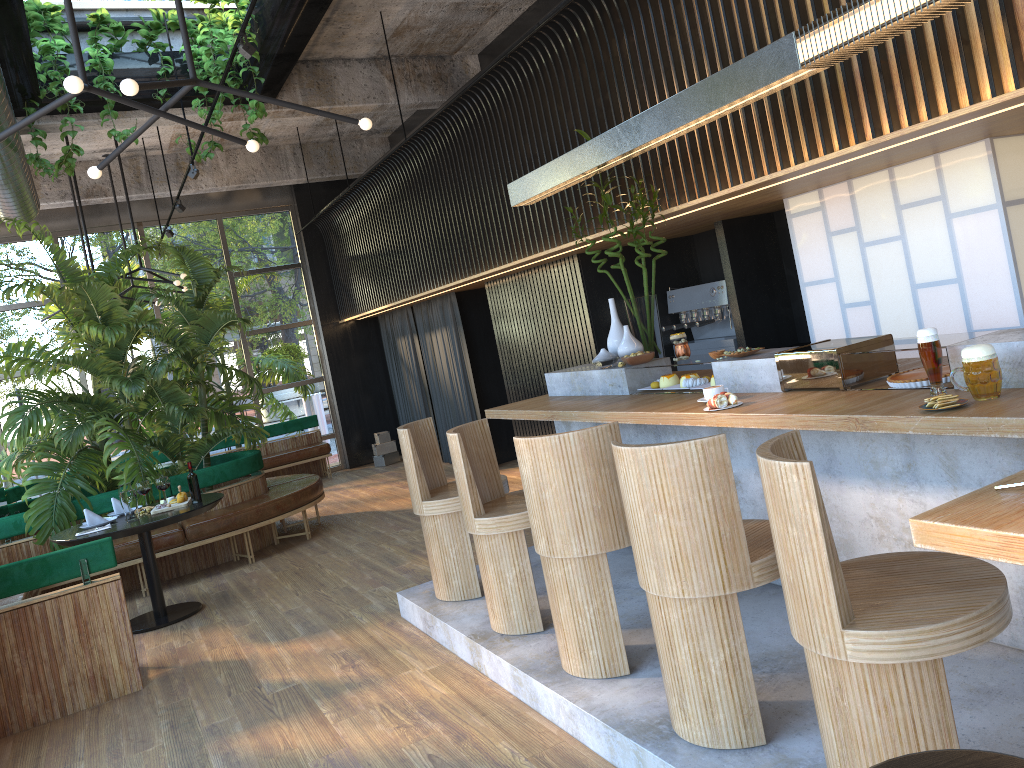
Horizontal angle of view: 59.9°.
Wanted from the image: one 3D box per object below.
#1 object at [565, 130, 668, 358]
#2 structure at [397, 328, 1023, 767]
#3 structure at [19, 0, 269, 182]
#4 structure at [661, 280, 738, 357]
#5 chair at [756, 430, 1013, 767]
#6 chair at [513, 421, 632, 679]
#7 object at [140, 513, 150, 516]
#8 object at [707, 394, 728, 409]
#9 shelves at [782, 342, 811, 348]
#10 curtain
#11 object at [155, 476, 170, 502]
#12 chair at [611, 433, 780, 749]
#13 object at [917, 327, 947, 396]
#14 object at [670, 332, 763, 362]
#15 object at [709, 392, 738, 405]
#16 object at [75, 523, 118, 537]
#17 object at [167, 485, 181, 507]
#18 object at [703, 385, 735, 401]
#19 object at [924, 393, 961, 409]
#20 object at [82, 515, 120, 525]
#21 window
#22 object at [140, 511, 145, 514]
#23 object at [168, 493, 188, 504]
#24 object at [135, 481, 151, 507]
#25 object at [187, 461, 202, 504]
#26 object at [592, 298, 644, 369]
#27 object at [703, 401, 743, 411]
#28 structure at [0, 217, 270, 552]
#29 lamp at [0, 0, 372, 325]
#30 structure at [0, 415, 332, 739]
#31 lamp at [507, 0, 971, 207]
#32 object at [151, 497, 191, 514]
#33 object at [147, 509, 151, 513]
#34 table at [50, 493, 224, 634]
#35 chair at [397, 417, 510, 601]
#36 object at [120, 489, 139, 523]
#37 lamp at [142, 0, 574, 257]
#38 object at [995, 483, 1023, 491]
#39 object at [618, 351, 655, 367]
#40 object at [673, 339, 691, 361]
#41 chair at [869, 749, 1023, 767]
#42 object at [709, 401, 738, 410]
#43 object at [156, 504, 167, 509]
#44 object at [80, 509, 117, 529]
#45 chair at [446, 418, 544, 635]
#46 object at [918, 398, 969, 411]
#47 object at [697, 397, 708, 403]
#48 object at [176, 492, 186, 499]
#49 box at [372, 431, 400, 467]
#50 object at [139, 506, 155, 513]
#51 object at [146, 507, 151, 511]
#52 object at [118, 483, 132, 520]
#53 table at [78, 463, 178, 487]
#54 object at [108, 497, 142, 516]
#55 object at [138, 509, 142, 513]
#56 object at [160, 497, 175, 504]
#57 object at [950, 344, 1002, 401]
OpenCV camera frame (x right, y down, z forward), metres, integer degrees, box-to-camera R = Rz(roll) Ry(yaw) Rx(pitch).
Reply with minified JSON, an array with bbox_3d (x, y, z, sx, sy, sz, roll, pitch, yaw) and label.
[{"bbox_3d":[0.698,-0.765,5.313,0.661,1.546,0.597,-11,1,12],"label":"object"},{"bbox_3d":[3.186,-0.170,3.702,6.120,1.727,6.817,-13,4,-26],"label":"structure"},{"bbox_3d":[-2.903,-2.495,7.382,2.171,1.513,1.417,-11,2,2],"label":"structure"},{"bbox_3d":[1.734,-0.075,7.377,0.575,1.590,0.802,-12,1,-26],"label":"structure"},{"bbox_3d":[0.993,0.603,2.287,0.529,0.967,0.567,-11,1,21],"label":"chair"},{"bbox_3d":[0.365,0.631,3.672,0.552,0.967,0.544,-11,1,-3],"label":"chair"},{"bbox_3d":[-2.579,0.911,6.219,0.065,0.013,0.142,-14,5,-31],"label":"object"},{"bbox_3d":[0.853,0.074,3.702,0.064,0.059,0.070,-13,3,-36],"label":"object"},{"bbox_3d":[2.244,-0.265,6.594,0.548,0.035,0.831,-13,4,-26],"label":"shelves"},{"bbox_3d":[-1.080,-0.023,11.236,0.127,2.054,3.132,-12,3,-25],"label":"curtain"},{"bbox_3d":[-2.563,0.789,6.547,0.108,0.200,0.097,-12,2,-37],"label":"object"},{"bbox_3d":[0.693,0.616,2.963,0.527,0.967,0.569,-11,1,24],"label":"chair"},{"bbox_3d":[1.423,-0.077,3.006,0.074,0.232,0.075,-11,1,6],"label":"object"},{"bbox_3d":[0.963,-0.193,4.479,0.219,0.134,0.774,-12,4,-18],"label":"object"},{"bbox_3d":[0.894,0.063,3.741,0.125,0.059,0.073,-9,3,32],"label":"object"},{"bbox_3d":[-2.769,0.967,5.926,0.267,0.019,0.151,-13,4,-27],"label":"object"},{"bbox_3d":[-2.392,0.793,6.284,0.095,0.123,0.147,-10,3,45],"label":"object"},{"bbox_3d":[0.919,0.036,3.957,0.106,0.064,0.139,-8,4,43],"label":"object"},{"bbox_3d":[1.342,0.053,2.765,0.096,0.041,0.143,-11,4,8],"label":"object"},{"bbox_3d":[-2.964,0.974,6.372,0.246,0.019,0.164,-10,4,23],"label":"object"},{"bbox_3d":[-0.792,-1.735,2.710,4.338,6.481,19.477,-12,4,-25],"label":"window"},{"bbox_3d":[-2.625,0.911,6.306,0.034,0.019,0.036,-12,3,-14],"label":"object"},{"bbox_3d":[-2.398,0.818,6.377,0.161,0.064,0.100,-9,4,34],"label":"object"},{"bbox_3d":[-2.697,0.818,6.520,0.108,0.200,0.097,-12,2,-37],"label":"object"},{"bbox_3d":[-2.268,0.697,6.313,0.070,0.298,0.067,-11,1,-10],"label":"object"},{"bbox_3d":[0.624,-0.311,5.251,0.308,0.396,0.328,-11,2,22],"label":"object"},{"bbox_3d":[0.887,0.094,3.730,0.172,0.005,0.162,-12,4,-15],"label":"object"},{"bbox_3d":[-3.596,0.045,8.354,2.563,3.428,2.533,-13,2,-42],"label":"structure"},{"bbox_3d":[0.239,-2.284,3.570,5.329,1.819,18.083,-13,4,-25],"label":"lamp"},{"bbox_3d":[0.690,0.450,3.292,6.318,1.546,19.242,-13,4,-25],"label":"structure"},{"bbox_3d":[2.289,-2.546,3.618,5.227,2.128,6.428,-13,4,-32],"label":"lamp"},{"bbox_3d":[-2.435,0.869,6.358,0.247,0.019,0.343,-12,4,-16],"label":"object"},{"bbox_3d":[-2.564,0.895,6.272,0.033,0.031,0.039,-11,3,-1],"label":"object"},{"bbox_3d":[-2.541,1.290,6.252,1.048,0.749,1.155,-10,3,32],"label":"table"},{"bbox_3d":[-0.282,0.665,5.020,0.565,0.967,0.531,-12,1,-16],"label":"chair"},{"bbox_3d":[-2.589,0.827,6.021,0.104,0.209,0.107,-11,1,8],"label":"object"},{"bbox_3d":[-2.436,-2.140,6.804,3.971,1.528,9.591,-13,4,-28],"label":"lamp"},{"bbox_3d":[1.022,0.195,1.751,0.129,0.027,0.031,-8,4,40],"label":"object"},{"bbox_3d":[0.694,-0.145,5.010,0.197,0.073,0.222,-12,4,-6],"label":"object"},{"bbox_3d":[0.895,-0.182,4.718,0.087,0.106,0.159,-11,3,21],"label":"object"},{"bbox_3d":[0.749,1.005,1.352,0.540,0.695,0.490,-12,2,-31],"label":"chair"},{"bbox_3d":[0.888,0.092,3.726,0.120,0.005,0.123,-10,4,13],"label":"object"},{"bbox_3d":[-2.487,0.865,6.327,0.106,0.013,0.213,-13,4,-21],"label":"object"},{"bbox_3d":[-2.874,0.916,6.155,0.246,0.138,0.220,-14,4,-42],"label":"object"},{"bbox_3d":[0.046,0.649,4.316,0.519,0.967,0.577,-10,2,39],"label":"chair"},{"bbox_3d":[1.344,0.068,2.762,0.142,0.013,0.158,-9,5,35],"label":"object"},{"bbox_3d":[0.905,0.069,3.948,0.168,0.020,0.153,-13,4,-30],"label":"object"},{"bbox_3d":[-2.450,0.831,6.565,0.061,0.072,0.201,-13,4,-35],"label":"object"},{"bbox_3d":[-1.733,0.874,12.082,0.349,0.441,0.266,-13,2,-37],"label":"box"},{"bbox_3d":[-2.631,0.900,6.404,0.101,0.028,0.124,-12,4,-11],"label":"object"},{"bbox_3d":[-2.600,0.896,6.351,0.034,0.032,0.036,-13,3,-29],"label":"object"},{"bbox_3d":[-2.668,0.814,6.163,0.098,0.244,0.088,-12,1,-43],"label":"object"},{"bbox_3d":[-4.142,1.368,9.681,1.042,0.749,1.161,-9,4,44],"label":"table"},{"bbox_3d":[-2.851,0.885,6.521,0.246,0.138,0.220,-14,4,-42],"label":"object"},{"bbox_3d":[-2.689,0.915,6.402,0.025,0.025,0.045,-12,3,-7],"label":"object"},{"bbox_3d":[-2.463,0.839,6.452,0.200,0.038,0.062,-11,3,6],"label":"object"},{"bbox_3d":[1.463,-0.038,2.786,0.116,0.171,0.131,-12,2,-32],"label":"object"}]
